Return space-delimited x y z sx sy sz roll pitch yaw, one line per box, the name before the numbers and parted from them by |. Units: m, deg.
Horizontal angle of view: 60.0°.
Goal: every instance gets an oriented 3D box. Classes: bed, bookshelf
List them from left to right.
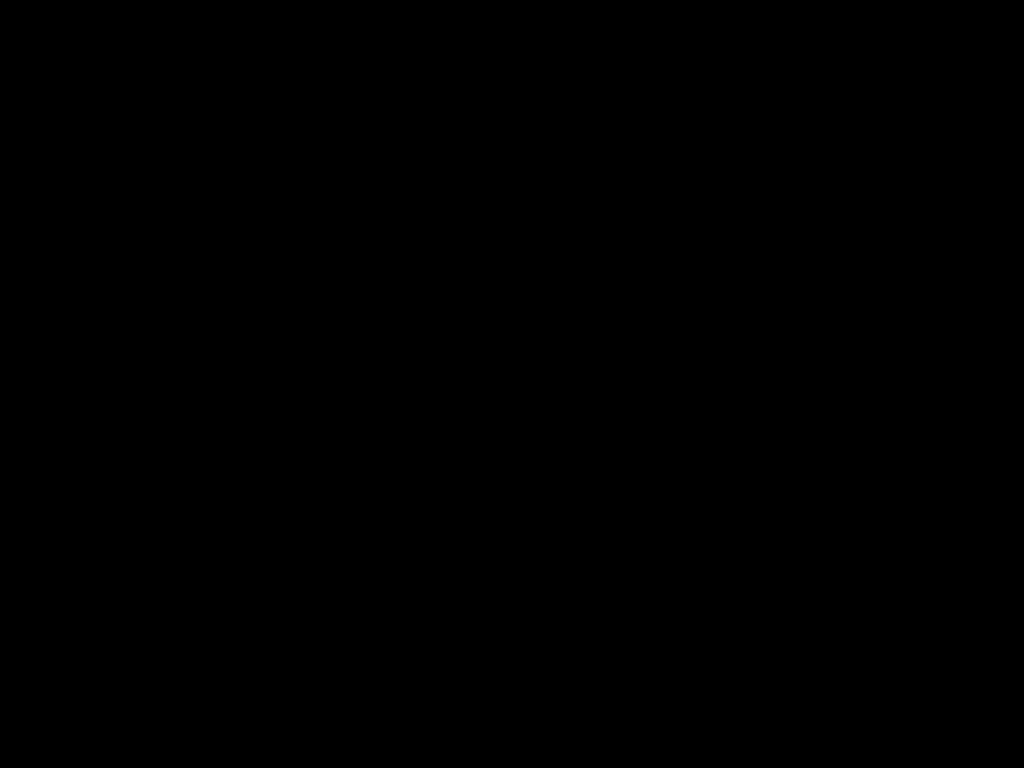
bookshelf | -1.682 0.083 2.719 0.643 0.303 1.495 0 1 45
bed | -0.396 -0.250 1.420 3.009 0.994 2.087 0 1 45

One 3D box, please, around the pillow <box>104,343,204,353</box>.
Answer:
pillow | -1.283 -0.186 2.763 0.470 0.241 0.498 0 1 10
